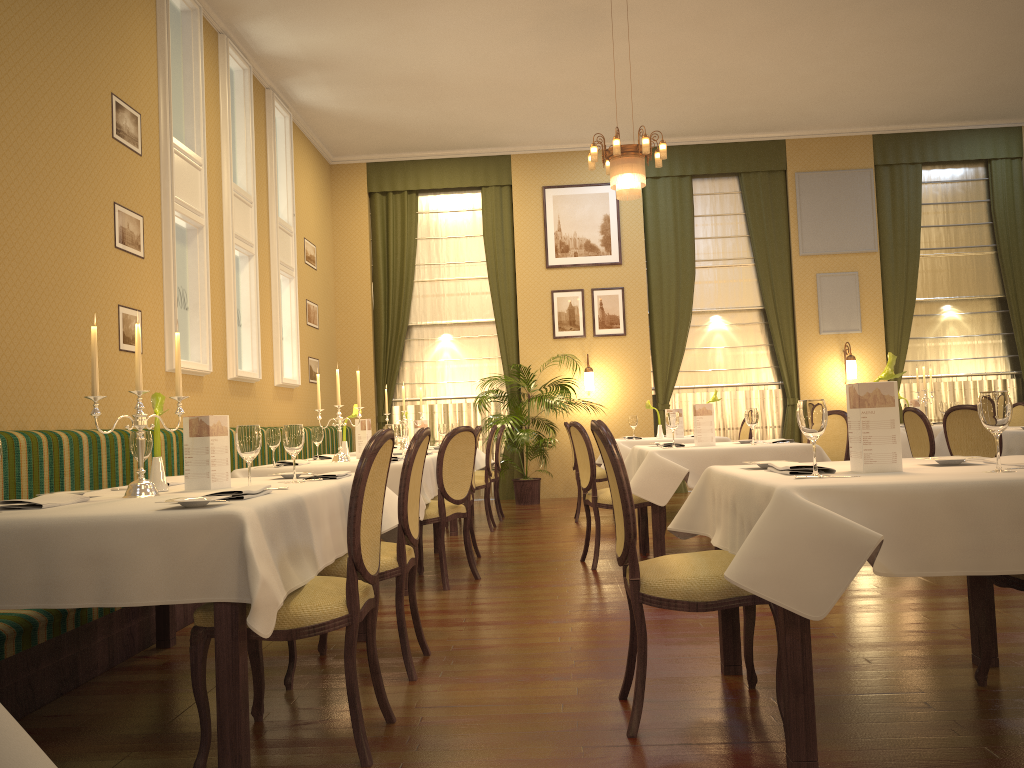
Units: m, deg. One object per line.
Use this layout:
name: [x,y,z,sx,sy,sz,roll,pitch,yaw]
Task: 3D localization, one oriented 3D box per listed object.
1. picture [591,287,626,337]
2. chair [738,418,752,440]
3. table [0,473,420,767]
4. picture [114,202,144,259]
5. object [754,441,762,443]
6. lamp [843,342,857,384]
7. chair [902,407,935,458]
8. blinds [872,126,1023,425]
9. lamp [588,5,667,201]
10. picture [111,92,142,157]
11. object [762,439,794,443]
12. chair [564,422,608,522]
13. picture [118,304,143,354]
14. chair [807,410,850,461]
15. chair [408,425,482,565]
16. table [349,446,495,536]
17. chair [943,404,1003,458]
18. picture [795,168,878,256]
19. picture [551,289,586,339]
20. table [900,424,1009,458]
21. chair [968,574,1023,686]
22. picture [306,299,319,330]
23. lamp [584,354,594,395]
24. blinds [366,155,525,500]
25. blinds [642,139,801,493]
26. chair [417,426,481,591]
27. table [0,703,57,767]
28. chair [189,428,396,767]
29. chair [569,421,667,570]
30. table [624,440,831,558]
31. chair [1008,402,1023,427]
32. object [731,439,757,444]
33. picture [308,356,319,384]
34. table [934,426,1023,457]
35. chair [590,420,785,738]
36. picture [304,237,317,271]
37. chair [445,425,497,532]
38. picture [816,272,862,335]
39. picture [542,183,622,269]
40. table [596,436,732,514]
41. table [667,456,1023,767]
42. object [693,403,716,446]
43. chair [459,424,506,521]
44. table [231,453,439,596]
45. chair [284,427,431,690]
picture: [1.224,-0.912,11.235,0.412,0.619,0.022,-3,-3,2]
chair: [2.047,0.774,8.491,0.571,0.955,0.530,-3,-3,2]
table: [-1.131,0.767,3.264,1.385,0.759,2.152,-3,-3,2]
picture: [-2.507,-1.001,5.813,0.008,0.294,0.401,-3,-3,2]
object: [1.698,0.389,6.030,0.181,0.015,0.038,-3,-3,4]
lamp: [4.124,-0.263,10.927,0.114,0.513,0.323,-2,-3,-8]
chair: [3.365,0.643,6.846,0.571,0.955,0.530,-3,-3,2]
blinds: [5.566,-1.053,11.109,1.876,4.537,0.129,-3,-3,2]
lamp: [0.882,-2.366,7.032,0.593,1.796,0.593,-2,-3,0]
picture: [-2.537,-1.704,5.845,0.008,0.294,0.401,-3,-3,2]
object: [1.742,0.374,5.810,0.142,0.024,0.273,-3,-3,2]
chair: [0.810,0.832,8.593,0.571,0.955,0.530,-3,-3,2]
picture: [-2.479,-0.351,5.765,0.008,0.294,0.313,-3,-3,2]
chair: [1.933,0.657,5.828,0.571,0.955,0.530,-2,-3,-18]
chair: [-0.479,0.781,6.262,0.571,0.955,0.530,-3,-3,2]
table: [-0.897,1.004,8.658,1.385,0.759,2.152,-3,-3,2]
chair: [3.323,0.610,6.096,0.571,0.955,0.530,-1,-3,-23]
picture: [4.084,-2.164,11.161,0.966,1.057,0.027,-3,-3,2]
picture: [0.716,-0.889,11.256,0.412,0.619,0.022,-3,-3,2]
table: [4.186,0.807,9.114,1.385,0.759,2.152,-3,-3,2]
chair: [1.798,0.523,2.762,0.571,0.955,0.530,-3,-3,2]
picture: [-2.312,-0.805,10.279,0.008,0.294,0.504,-3,-3,2]
lamp: [0.935,-0.120,11.059,0.114,0.513,0.323,-2,-3,-8]
blinds: [-0.847,-0.765,11.385,1.934,4.537,0.225,-3,-3,2]
blinds: [2.654,-0.923,11.230,1.878,4.537,0.129,-3,-3,2]
chair: [-0.509,0.745,5.449,0.571,0.955,0.530,-4,-3,27]
table: [-1.259,0.638,0.327,1.385,0.759,2.152,-3,-3,2]
chair: [-0.635,0.626,2.722,0.571,0.955,0.530,-3,-3,2]
chair: [0.690,0.715,5.909,0.571,0.955,0.530,-2,-3,-8]
table: [1.399,0.778,5.861,1.389,0.759,1.395,-3,-3,4]
chair: [4.682,0.665,8.571,0.571,0.955,0.530,-3,-3,2]
object: [1.558,0.386,5.923,0.160,0.024,0.160,-3,-3,2]
picture: [-2.285,-0.155,10.236,0.008,0.294,0.437,-3,-3,2]
table: [4.070,0.690,6.445,1.385,0.759,2.152,-3,-3,2]
chair: [0.561,0.581,2.865,0.571,0.955,0.530,-3,-3,2]
picture: [-2.343,-1.508,10.311,0.008,0.294,0.504,-3,-3,2]
chair: [-0.400,0.862,8.115,0.571,0.955,0.530,-3,-3,2]
picture: [4.098,-1.013,11.110,0.512,0.769,0.027,-3,-3,2]
picture: [0.892,-2.021,11.295,0.966,1.057,0.027,-3,-3,2]
table: [1.516,0.896,8.554,1.389,0.759,1.395,-3,-3,4]
table: [1.267,0.644,2.826,1.389,0.759,1.395,-3,-3,4]
object: [1.222,0.267,5.757,0.081,0.277,0.166,0,-3,-41]
chair: [-0.330,0.898,8.954,0.571,0.955,0.530,-3,-3,2]
table: [-1.014,0.886,5.963,1.385,0.759,2.152,-3,-3,2]
chair: [-0.597,0.662,3.556,0.571,0.955,0.530,-3,-3,2]
